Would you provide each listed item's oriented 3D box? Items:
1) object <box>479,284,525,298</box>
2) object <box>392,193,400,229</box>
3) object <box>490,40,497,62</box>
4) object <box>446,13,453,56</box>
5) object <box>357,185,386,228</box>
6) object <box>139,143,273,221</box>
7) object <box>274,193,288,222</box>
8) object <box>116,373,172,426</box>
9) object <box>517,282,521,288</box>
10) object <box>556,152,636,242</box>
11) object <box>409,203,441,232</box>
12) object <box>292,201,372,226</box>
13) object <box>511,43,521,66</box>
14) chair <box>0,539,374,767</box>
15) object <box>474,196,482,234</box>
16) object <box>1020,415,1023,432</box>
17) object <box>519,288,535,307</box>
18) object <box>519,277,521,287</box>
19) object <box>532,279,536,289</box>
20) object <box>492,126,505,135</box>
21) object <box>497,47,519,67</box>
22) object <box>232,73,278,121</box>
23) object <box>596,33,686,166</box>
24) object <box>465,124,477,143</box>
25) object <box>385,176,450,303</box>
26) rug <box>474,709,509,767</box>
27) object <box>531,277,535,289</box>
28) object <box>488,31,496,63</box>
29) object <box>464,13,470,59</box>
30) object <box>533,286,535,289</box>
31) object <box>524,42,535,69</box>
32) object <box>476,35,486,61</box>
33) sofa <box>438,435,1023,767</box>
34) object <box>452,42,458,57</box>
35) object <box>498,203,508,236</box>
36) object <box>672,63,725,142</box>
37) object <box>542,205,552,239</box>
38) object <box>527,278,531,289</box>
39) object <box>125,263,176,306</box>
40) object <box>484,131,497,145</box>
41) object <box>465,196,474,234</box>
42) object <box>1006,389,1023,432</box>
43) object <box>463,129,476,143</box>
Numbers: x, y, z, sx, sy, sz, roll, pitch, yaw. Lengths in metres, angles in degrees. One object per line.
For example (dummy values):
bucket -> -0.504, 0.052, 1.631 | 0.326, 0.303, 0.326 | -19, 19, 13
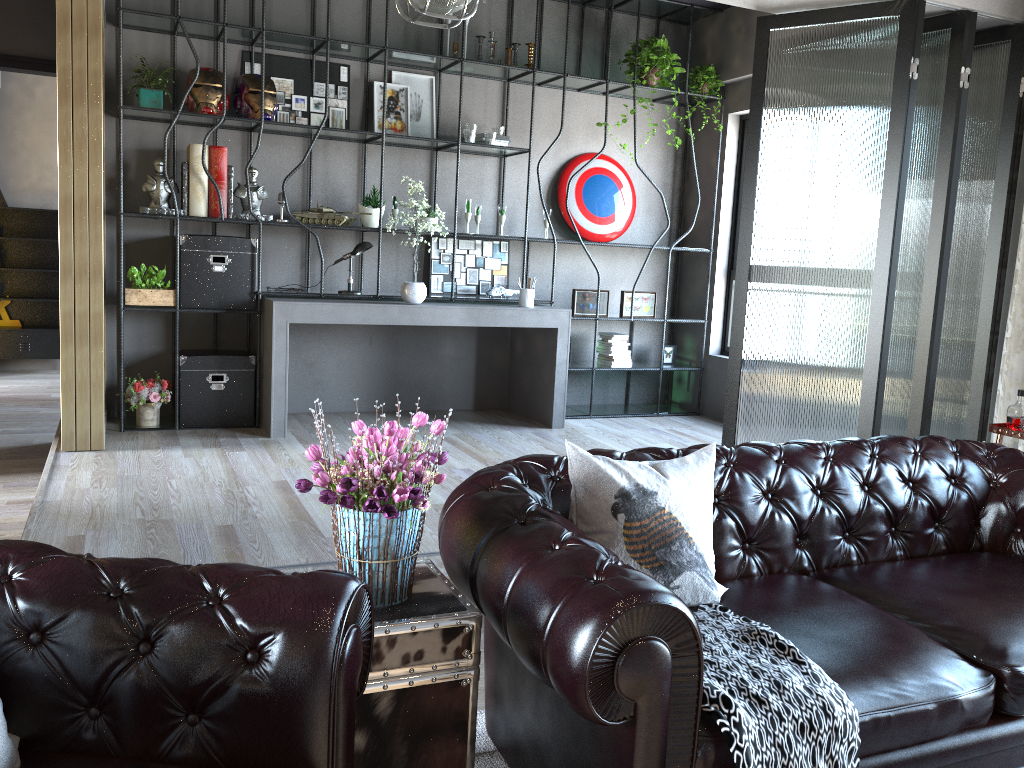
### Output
object -> -0.077, -0.725, 6.876 | 0.379, 0.111, 0.352 | 4, 8, 9
object -> -0.866, -1.278, 6.565 | 0.113, 0.273, 0.113 | 8, 9, 32
object -> -0.148, -2.458, 6.660 | 0.080, 0.225, 0.080 | 9, 9, 39
object -> -0.475, -2.549, 6.590 | 0.128, 0.390, 0.128 | 8, 9, 34
object -> -0.992, -1.263, 6.303 | 0.193, 0.304, 0.137 | 4, 8, 10
object -> -2.028, -1.338, 5.894 | 0.833, 0.465, 0.290 | 0, 8, -24
object -> -1.559, -1.197, 6.003 | 0.093, 0.199, 0.093 | -1, 8, -29
object -> -2.423, 0.091, 5.843 | 0.345, 0.362, 0.332 | 0, 8, -21
object -> 0.085, -0.671, 6.525 | 0.137, 0.190, 0.009 | 0, 8, -21
object -> 0.703, -1.530, 7.285 | 0.751, 0.738, 0.186 | 0, 8, -23
object -> -0.631, -1.224, 6.490 | 0.235, 0.212, 0.235 | 6, 8, 21
object -> -1.264, -1.202, 6.257 | 0.577, 0.170, 0.207 | 5, 8, 11
object -> 0.024, -2.456, 6.683 | 0.084, 0.232, 0.084 | -4, 10, -43
chair -> -0.971, 0.788, 1.291 | 1.245, 0.843, 1.495 | 4, 8, 6
object -> -0.266, -1.305, 6.881 | 0.113, 0.301, 0.113 | 2, 7, -5
object -> 2.599, 0.211, 4.304 | 0.245, 0.092, 0.152 | 5, 8, 17
object -> 0.107, -0.634, 6.526 | 0.110, 0.137, 0.111 | 1, 8, -14
object -> 0.067, -0.682, 6.532 | 0.046, 0.202, 0.023 | 5, 7, 12
object -> 0.147, -0.690, 6.540 | 0.062, 0.169, 0.009 | 0, 8, -24
object -> -0.106, -1.920, 6.741 | 0.103, 0.068, 0.103 | -2, 9, -31
object -> -0.021, -2.398, 6.547 | 0.189, 0.152, 0.190 | 3, 8, -1
object -> -1.701, -1.906, 5.922 | 0.280, 0.327, 0.400 | -2, 9, -34
object -> 0.979, -2.194, 6.883 | 0.720, 1.024, 0.651 | 2, 8, -6
object -> -0.304, -1.834, 6.536 | 0.087, 0.155, 0.088 | 2, 8, -11
object -> -0.636, -0.975, 6.015 | 0.421, 0.850, 0.399 | 6, 8, 22
rug -> 1.088, 1.201, 2.129 | 2.474, 0.003, 2.258 | -1, 9, -24
object -> 0.143, -0.699, 6.551 | 0.052, 0.185, 0.009 | 0, 8, -22
object -> -0.151, -2.441, 6.473 | 0.100, 0.243, 0.100 | 1, 8, -15
object -> -0.344, -2.539, 6.572 | 0.128, 0.390, 0.128 | 7, 8, 25
object -> 0.135, -0.654, 6.523 | 0.068, 0.159, 0.009 | 2, 7, -11
object -> 0.139, -2.442, 6.627 | 0.130, 0.232, 0.130 | 10, 10, 43
object -> -0.234, -2.446, 6.516 | 0.084, 0.232, 0.084 | 3, 7, 3
sofa -> 1.036, 0.682, 2.811 | 2.566, 0.837, 1.242 | -1, 9, -24
object -> -0.407, -2.381, 6.366 | 0.135, 0.128, 0.135 | 9, 10, 39
object -> -0.076, -1.239, 6.686 | 0.113, 0.246, 0.113 | 2, 7, -5
object -> 1.475, -2.244, 7.093 | 0.444, 0.632, 0.402 | 2, 8, -6
object -> 0.272, -1.274, 6.976 | 0.113, 0.269, 0.113 | -2, 9, -35
object -> 0.122, -0.683, 6.564 | 0.023, 0.203, 0.037 | 5, 8, 15
object -> -2.322, -0.641, 5.701 | 0.304, 0.265, 0.181 | 0, 8, -24
object -> -0.160, -1.792, 6.492 | 0.093, 0.099, 0.093 | 6, 8, 23
object -> -0.325, -1.245, 6.533 | 0.113, 0.274, 0.113 | 0, 8, -20
object -> 2.544, 0.131, 4.442 | 0.087, 0.205, 0.087 | 3, 7, 1
object -> -0.308, -1.790, 6.426 | 0.092, 0.099, 0.093 | 5, 8, 13
